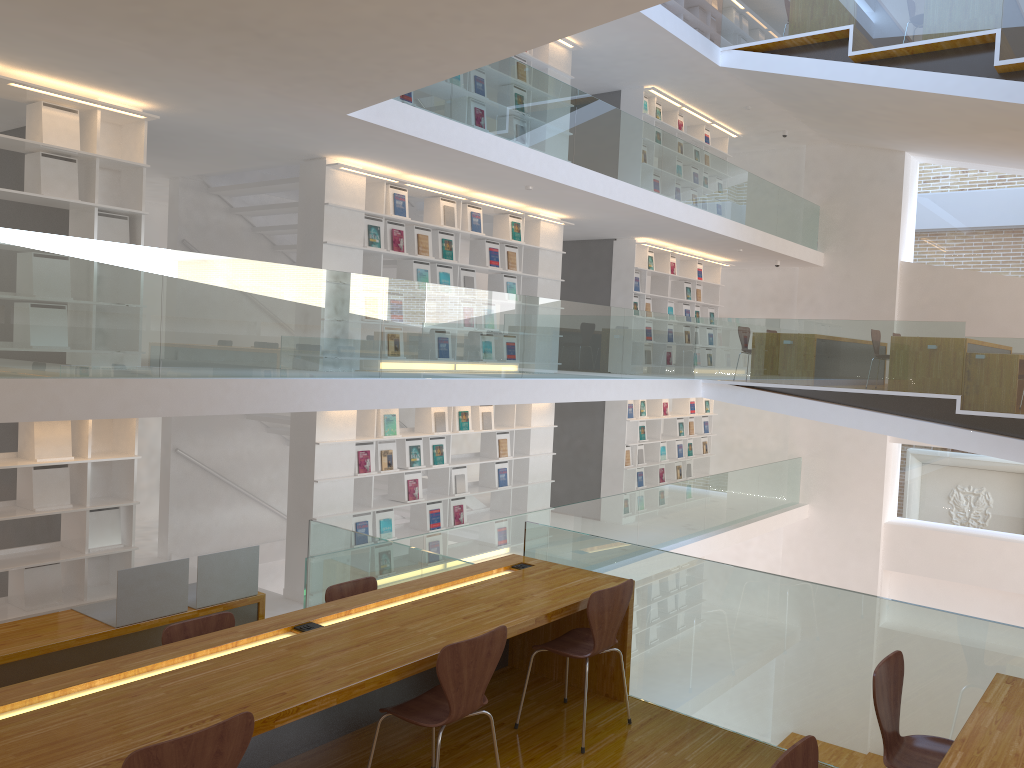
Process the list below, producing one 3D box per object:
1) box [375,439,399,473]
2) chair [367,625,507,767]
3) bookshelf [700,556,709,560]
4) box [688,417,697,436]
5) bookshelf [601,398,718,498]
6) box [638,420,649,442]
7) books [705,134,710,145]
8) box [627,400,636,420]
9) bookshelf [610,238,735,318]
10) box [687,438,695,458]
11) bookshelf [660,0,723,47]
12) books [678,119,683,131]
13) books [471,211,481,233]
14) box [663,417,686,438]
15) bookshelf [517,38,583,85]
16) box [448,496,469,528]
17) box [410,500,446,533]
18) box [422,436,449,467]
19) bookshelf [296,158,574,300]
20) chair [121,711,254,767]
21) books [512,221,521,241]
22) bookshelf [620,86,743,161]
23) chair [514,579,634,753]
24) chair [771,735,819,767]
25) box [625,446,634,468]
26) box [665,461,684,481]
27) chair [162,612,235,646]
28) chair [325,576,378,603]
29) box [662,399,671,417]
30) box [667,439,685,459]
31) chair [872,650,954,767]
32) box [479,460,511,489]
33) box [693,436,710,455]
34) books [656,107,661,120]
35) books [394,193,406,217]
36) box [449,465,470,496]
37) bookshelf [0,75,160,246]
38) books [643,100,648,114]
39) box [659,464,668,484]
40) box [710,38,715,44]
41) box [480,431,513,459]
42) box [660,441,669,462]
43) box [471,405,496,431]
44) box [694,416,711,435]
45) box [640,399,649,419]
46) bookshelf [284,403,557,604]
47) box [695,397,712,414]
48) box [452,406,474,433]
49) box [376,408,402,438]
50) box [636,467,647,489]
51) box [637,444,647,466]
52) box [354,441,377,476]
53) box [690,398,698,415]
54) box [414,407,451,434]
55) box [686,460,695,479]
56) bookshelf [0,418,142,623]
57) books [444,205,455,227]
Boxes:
[{"bbox_3d":[-1.254,0.677,8.475,0.274,0.296,0.245,4,3,37],"label":"box"},{"bbox_3d":[-0.282,1.238,3.310,0.381,0.693,0.428,4,3,37],"label":"chair"},{"bbox_3d":[2.250,3.032,13.345,0.498,1.836,2.984,4,3,37],"label":"bookshelf"},{"bbox_3d":[2.711,0.650,13.832,0.274,0.296,0.245,4,3,37],"label":"box"},{"bbox_3d":[2.344,0.999,13.265,0.498,1.836,2.984,4,3,37],"label":"bookshelf"},{"bbox_3d":[1.764,0.651,12.572,0.274,0.296,0.245,4,3,37],"label":"box"},{"bbox_3d":[2.992,-3.719,13.591,0.037,0.210,0.145,4,3,37],"label":"books"},{"bbox_3d":[1.540,0.332,12.242,0.274,0.296,0.245,4,3,37],"label":"box"},{"bbox_3d":[2.440,-1.058,13.184,0.498,1.836,2.984,4,3,37],"label":"bookshelf"},{"bbox_3d":[2.689,0.978,13.837,0.274,0.296,0.245,4,3,37],"label":"box"},{"bbox_3d":[2.629,-5.112,13.024,0.498,1.836,2.984,4,3,37],"label":"bookshelf"},{"bbox_3d":[2.445,-3.716,12.865,0.037,0.210,0.145,4,3,37],"label":"books"},{"bbox_3d":[-0.373,-1.676,9.210,0.037,0.210,0.145,4,3,37],"label":"books"},{"bbox_3d":[2.493,0.652,13.542,0.274,0.296,0.245,4,3,37],"label":"box"},{"bbox_3d":[-0.510,-3.083,9.059,0.498,1.836,3.666,4,3,37],"label":"bookshelf"},{"bbox_3d":[-0.629,1.330,9.351,0.274,0.296,0.245,4,3,37],"label":"box"},{"bbox_3d":[-0.855,1.332,9.052,0.274,0.296,0.245,4,3,37],"label":"box"},{"bbox_3d":[-0.821,0.675,9.030,0.274,0.296,0.245,4,3,37],"label":"box"},{"bbox_3d":[-0.605,-1.040,9.139,0.498,1.836,3.666,4,3,37],"label":"bookshelf"},{"bbox_3d":[-0.985,1.239,2.438,0.381,0.693,0.428,4,3,37],"label":"chair"},{"bbox_3d":[0.048,-1.677,9.771,0.037,0.210,0.145,4,3,37],"label":"books"},{"bbox_3d":[2.535,-3.101,13.103,0.498,1.836,2.984,4,3,37],"label":"bookshelf"},{"bbox_3d":[0.302,1.234,4.086,0.381,0.693,0.428,4,3,37],"label":"chair"},{"bbox_3d":[0.855,1.332,2.249,0.381,0.693,0.428,4,3,37],"label":"chair"},{"bbox_3d":[1.509,0.985,12.267,0.274,0.296,0.245,4,3,37],"label":"box"},{"bbox_3d":[2.471,1.307,13.579,0.274,0.296,0.245,4,3,37],"label":"box"},{"bbox_3d":[-1.369,1.470,4.127,0.381,0.693,0.428,4,3,37],"label":"chair"},{"bbox_3d":[-0.785,1.467,4.904,0.381,0.693,0.428,4,3,37],"label":"chair"},{"bbox_3d":[2.174,0.324,13.081,0.274,0.296,0.245,4,3,37],"label":"box"},{"bbox_3d":[2.478,0.979,13.555,0.274,0.296,0.245,4,3,37],"label":"box"},{"bbox_3d":[1.439,1.329,3.026,0.381,0.693,0.428,4,3,37],"label":"chair"},{"bbox_3d":[-0.182,0.999,9.913,0.274,0.296,0.245,4,3,37],"label":"box"},{"bbox_3d":[3.019,0.975,14.275,0.274,0.296,0.245,4,3,37],"label":"box"},{"bbox_3d":[2.033,-3.729,12.314,0.037,0.210,0.145,4,3,37],"label":"books"},{"bbox_3d":[-1.050,-1.672,8.309,0.037,0.210,0.145,4,3,37],"label":"books"},{"bbox_3d":[-0.618,1.002,9.334,0.274,0.296,0.245,4,3,37],"label":"box"},{"bbox_3d":[-3.587,-1.023,5.167,0.498,1.836,2.984,4,3,37],"label":"bookshelf"},{"bbox_3d":[1.792,-3.732,11.993,0.037,0.210,0.145,4,3,37],"label":"books"},{"bbox_3d":[2.131,1.309,13.127,0.274,0.296,0.245,4,3,37],"label":"box"},{"bbox_3d":[2.974,-5.134,13.596,0.274,0.296,0.245,4,3,37],"label":"box"},{"bbox_3d":[-0.168,0.671,9.898,0.274,0.296,0.245,4,3,37],"label":"box"},{"bbox_3d":[2.155,0.981,13.125,0.274,0.296,0.245,4,3,37],"label":"box"},{"bbox_3d":[-2.489,2.098,6.945,0.498,3.764,7.125,4,3,37],"label":"box"},{"bbox_3d":[3.026,0.647,14.252,0.274,0.296,0.245,4,3,37],"label":"box"},{"bbox_3d":[1.764,0.328,12.540,0.274,0.296,0.245,4,3,37],"label":"box"},{"bbox_3d":[-0.741,1.014,9.250,0.397,1.836,3.666,4,3,37],"label":"bookshelf"},{"bbox_3d":[3.042,0.320,14.239,0.274,0.296,0.245,4,3,37],"label":"box"},{"bbox_3d":[-0.578,0.345,9.320,0.274,0.296,0.245,4,3,37],"label":"box"},{"bbox_3d":[-1.229,0.349,8.454,0.274,0.296,0.245,4,3,37],"label":"box"},{"bbox_3d":[1.743,1.311,12.611,0.274,0.296,0.245,4,3,37],"label":"box"},{"bbox_3d":[1.735,0.983,12.567,0.274,0.296,0.245,4,3,37],"label":"box"},{"bbox_3d":[-1.427,0.677,8.224,0.274,0.296,0.245,4,3,37],"label":"box"},{"bbox_3d":[2.726,0.322,13.819,0.274,0.296,0.245,4,3,37],"label":"box"},{"bbox_3d":[-0.802,0.347,9.022,0.274,0.296,0.245,4,3,37],"label":"box"},{"bbox_3d":[2.686,1.306,13.865,0.274,0.296,0.245,4,3,37],"label":"box"},{"bbox_3d":[-3.683,1.034,5.248,0.498,1.836,2.984,4,3,37],"label":"bookshelf"},{"bbox_3d":[-0.625,-1.673,8.875,0.037,0.210,0.145,4,3,37],"label":"books"}]
